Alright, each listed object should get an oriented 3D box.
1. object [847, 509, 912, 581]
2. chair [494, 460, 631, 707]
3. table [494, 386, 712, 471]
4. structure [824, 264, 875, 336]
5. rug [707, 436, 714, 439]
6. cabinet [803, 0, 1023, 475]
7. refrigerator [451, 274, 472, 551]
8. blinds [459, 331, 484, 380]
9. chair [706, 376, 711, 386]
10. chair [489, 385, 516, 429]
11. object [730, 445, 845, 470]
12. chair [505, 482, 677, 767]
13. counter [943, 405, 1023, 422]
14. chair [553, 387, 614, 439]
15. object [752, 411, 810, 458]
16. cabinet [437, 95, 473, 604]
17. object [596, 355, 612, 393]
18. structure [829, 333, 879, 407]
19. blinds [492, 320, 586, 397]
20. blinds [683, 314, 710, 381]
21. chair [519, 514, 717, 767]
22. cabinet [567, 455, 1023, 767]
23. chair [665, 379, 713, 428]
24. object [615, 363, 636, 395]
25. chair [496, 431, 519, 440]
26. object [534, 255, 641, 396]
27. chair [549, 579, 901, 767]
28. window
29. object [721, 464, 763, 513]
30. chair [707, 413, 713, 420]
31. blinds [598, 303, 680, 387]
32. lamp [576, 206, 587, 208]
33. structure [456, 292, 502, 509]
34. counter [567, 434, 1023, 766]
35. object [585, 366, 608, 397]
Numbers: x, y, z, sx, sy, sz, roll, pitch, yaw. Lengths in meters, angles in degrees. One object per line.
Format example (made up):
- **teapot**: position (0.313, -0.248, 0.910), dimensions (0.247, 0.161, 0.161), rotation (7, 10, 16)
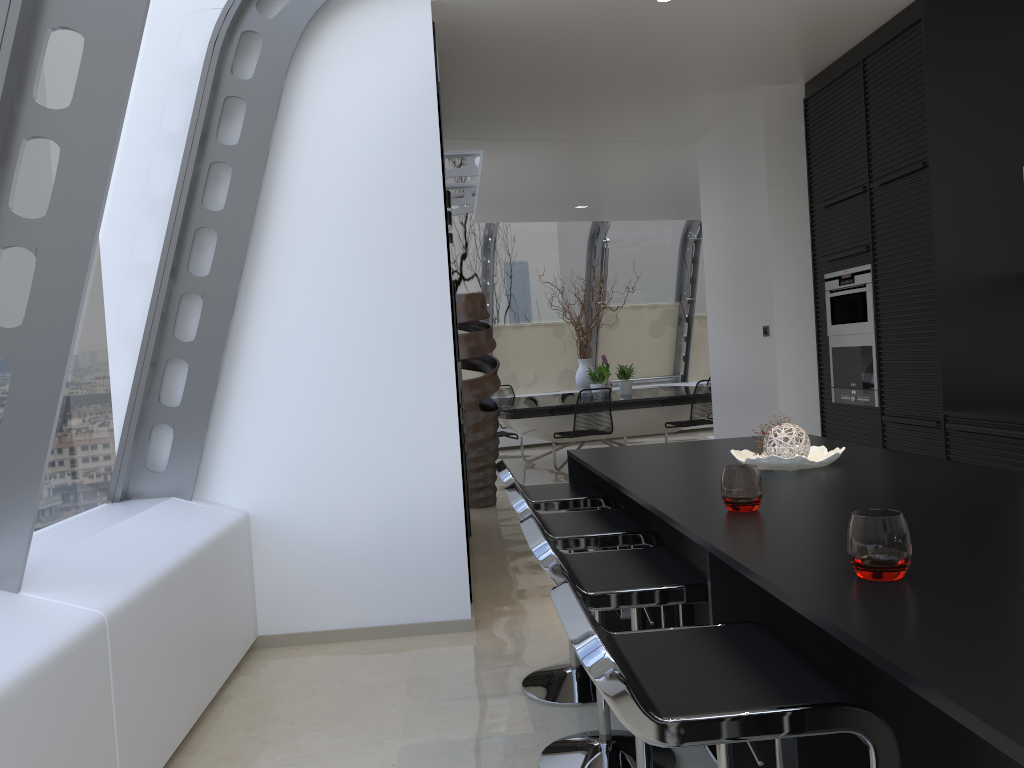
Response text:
- **object**: position (0.596, 0.262, 1.442), dimensions (0.095, 0.106, 0.095), rotation (-3, 2, 16)
- **chair**: position (0.196, 0.713, 3.342), dimensions (0.460, 0.857, 0.418), rotation (-4, 2, -4)
- **table**: position (1.008, 0.514, 10.285), dimensions (3.031, 0.759, 2.494), rotation (-4, 2, -18)
- **structure**: position (2.010, -0.490, 5.297), dimensions (0.061, 0.388, 0.592), rotation (-4, 2, -5)
- **rug**: position (4.343, 0.656, 11.056), dimensions (2.705, 0.008, 3.220), rotation (-4, 2, -18)
- **cabinet**: position (2.592, -0.461, 3.241), dimensions (0.831, 2.901, 5.157), rotation (-4, 2, -5)
- **refrigerator**: position (-0.450, 0.176, 6.064), dimensions (0.234, 1.742, 1.006), rotation (-4, 2, -5)
- **blinds**: position (-1.274, 0.292, 12.289), dimensions (1.829, 2.118, 0.663), rotation (-4, 2, -18)
- **chair**: position (2.354, 0.124, 11.230), dimensions (0.688, 0.519, 0.446), rotation (-4, 2, -18)
- **chair**: position (-0.049, 0.277, 11.257), dimensions (0.446, 0.519, 0.688), rotation (-4, 2, -18)
- **object**: position (0.877, 0.242, 2.823), dimensions (0.334, 0.078, 0.329), rotation (-4, 2, -18)
- **chair**: position (0.241, 0.728, 2.692), dimensions (0.460, 0.857, 0.418), rotation (-4, 2, -4)
- **counter**: position (2.691, 0.161, 2.552), dimensions (0.804, 0.025, 3.738), rotation (-4, 2, -5)
- **chair**: position (0.723, 0.295, 8.862), dimensions (0.446, 0.519, 0.688), rotation (-4, 2, -18)
- **object**: position (0.868, 0.181, 2.832), dimensions (0.190, 0.191, 0.165), rotation (-3, 2, 23)
- **cabinet**: position (-0.727, -0.129, 5.439), dimensions (0.831, 2.558, 2.252), rotation (-4, 2, -3)
- **object**: position (1.062, -0.109, 10.433), dimensions (0.238, 0.476, 0.417), rotation (-3, 2, 10)
- **structure**: position (2.040, -0.086, 5.308), dimensions (0.023, 0.420, 0.592), rotation (-4, 2, -4)
- **blinds**: position (0.375, -0.354, 12.645), dimensions (1.430, 1.027, 0.329), rotation (-4, 2, -18)
- **blinds**: position (3.300, -0.568, 13.587), dimensions (1.430, 1.027, 0.329), rotation (-4, 2, -18)
- **chair**: position (0.283, 0.743, 2.092), dimensions (0.460, 0.857, 0.418), rotation (-4, 2, -4)
- **cabinet**: position (0.920, 0.719, 1.842), dimensions (1.007, 0.838, 3.800), rotation (-4, 2, -5)
- **chair**: position (1.935, 0.207, 9.252), dimensions (0.446, 0.519, 0.688), rotation (-4, 2, -18)
- **object**: position (1.296, -0.065, 10.150), dimensions (0.284, 0.369, 0.215), rotation (-3, 2, 16)
- **chair**: position (-0.333, 0.348, 9.392), dimensions (0.688, 0.519, 0.446), rotation (-4, 2, -18)
- **object**: position (0.949, -0.633, 10.070), dimensions (1.135, 1.549, 1.031), rotation (-4, 2, -26)
- **chair**: position (0.330, 0.759, 1.424), dimensions (0.460, 0.857, 0.418), rotation (-4, 2, -4)
- **window**: position (5.046, -0.698, 6.545), dimensions (16.171, 3.674, 16.693), rotation (-4, 2, -12)
- **object**: position (0.543, 0.247, 2.096), dimensions (0.095, 0.106, 0.095), rotation (-4, 2, -7)
- **chair**: position (2.660, 0.132, 10.281), dimensions (0.688, 0.519, 0.446), rotation (-4, 2, -18)
- **blinds**: position (1.843, -0.555, 13.087), dimensions (1.376, 1.214, 0.387), rotation (-4, 2, -18)
- **lamp**: position (6.856, -2.292, 6.871), dimensions (9.928, 0.004, 9.775), rotation (-4, 2, -17)
- **structure**: position (-0.331, 0.146, 7.628), dimensions (0.493, 1.843, 0.498), rotation (-4, 2, -7)
- **counter**: position (0.893, 0.293, 1.830), dimensions (1.006, 0.018, 3.800), rotation (-4, 2, -5)
- **object**: position (0.949, -0.034, 9.821), dimensions (0.284, 0.369, 0.215), rotation (-3, 2, 21)
